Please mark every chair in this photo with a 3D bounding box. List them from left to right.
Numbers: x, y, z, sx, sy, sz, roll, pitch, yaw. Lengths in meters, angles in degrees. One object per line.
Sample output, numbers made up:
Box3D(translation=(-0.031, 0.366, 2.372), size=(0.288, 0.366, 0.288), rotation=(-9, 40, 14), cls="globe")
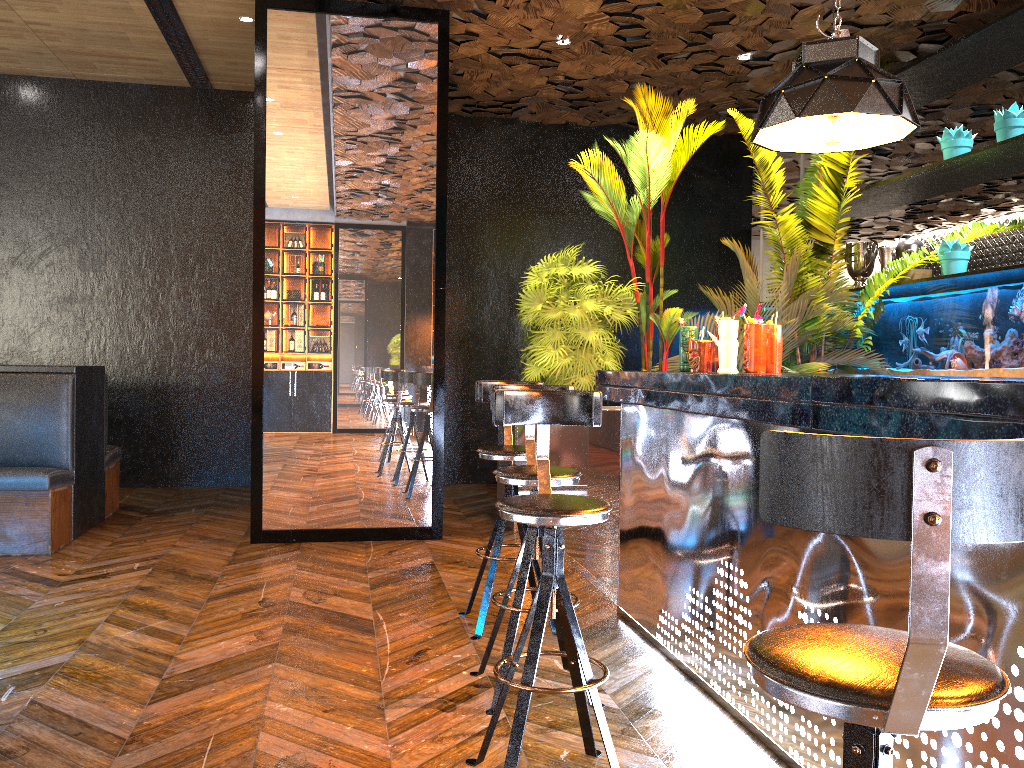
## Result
Box3D(translation=(-0.008, 0.543, 4.070), size=(0.419, 1.108, 0.476), rotation=(1, 1, -11), cls="chair")
Box3D(translation=(0.084, 0.561, 3.252), size=(0.419, 1.108, 0.476), rotation=(1, 1, -11), cls="chair")
Box3D(translation=(0.107, 0.576, 2.499), size=(0.419, 1.108, 0.476), rotation=(1, 1, -11), cls="chair")
Box3D(translation=(0.469, 0.608, 1.152), size=(0.419, 1.108, 0.476), rotation=(1, 1, 4), cls="chair")

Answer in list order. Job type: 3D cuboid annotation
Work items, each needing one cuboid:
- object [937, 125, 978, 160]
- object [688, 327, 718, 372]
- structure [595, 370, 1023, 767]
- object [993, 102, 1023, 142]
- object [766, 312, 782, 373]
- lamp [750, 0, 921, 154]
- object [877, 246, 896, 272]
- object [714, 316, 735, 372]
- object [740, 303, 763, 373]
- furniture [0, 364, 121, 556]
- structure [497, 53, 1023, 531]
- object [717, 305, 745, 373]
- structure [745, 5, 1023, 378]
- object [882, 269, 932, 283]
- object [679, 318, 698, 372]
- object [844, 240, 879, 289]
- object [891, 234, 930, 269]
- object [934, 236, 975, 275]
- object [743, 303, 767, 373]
Box3D(translation=(3.241, -1.723, 6.467), size=(0.265, 0.325, 0.245), rotation=(2, 2, 43), cls="object")
Box3D(translation=(0.796, -0.144, 3.675), size=(0.131, 0.191, 0.110), rotation=(1, 1, 1), cls="object")
Box3D(translation=(1.558, 0.329, 1.448), size=(1.214, 1.685, 6.009), rotation=(1, 1, -11), cls="structure")
Box3D(translation=(3.350, -1.710, 5.919), size=(0.244, 0.325, 0.255), rotation=(1, 1, 16), cls="object")
Box3D(translation=(1.063, -0.171, 3.638), size=(0.091, 0.254, 0.080), rotation=(1, 1, -9), cls="object")
Box3D(translation=(1.221, -1.700, 3.335), size=(0.607, 1.606, 0.582), rotation=(1, 1, -11), cls="lamp")
Box3D(translation=(3.207, -0.982, 7.462), size=(0.232, 0.398, 0.378), rotation=(1, 1, 19), cls="object")
Box3D(translation=(0.916, -0.173, 3.827), size=(0.084, 0.246, 0.078), rotation=(1, 1, -13), cls="object")
Box3D(translation=(1.013, -0.196, 3.756), size=(0.105, 0.298, 0.116), rotation=(1, 1, 20), cls="object")
Box3D(translation=(-6.402, 0.405, 5.482), size=(7.087, 1.137, 1.802), rotation=(1, 1, -11), cls="furniture")
Box3D(translation=(1.952, -0.715, 7.098), size=(4.073, 3.561, 1.873), rotation=(1, 1, -9), cls="structure")
Box3D(translation=(0.852, -0.175, 3.455), size=(0.099, 0.264, 0.081), rotation=(1, 1, 10), cls="object")
Box3D(translation=(3.162, -0.784, 7.233), size=(0.705, 3.734, 4.269), rotation=(1, 1, -11), cls="structure")
Box3D(translation=(3.168, -0.841, 7.148), size=(0.250, 0.135, 0.320), rotation=(1, 1, -11), cls="object")
Box3D(translation=(0.764, -0.171, 3.853), size=(0.084, 0.237, 0.086), rotation=(1, 1, 8), cls="object")
Box3D(translation=(3.116, -1.026, 7.933), size=(0.250, 0.472, 0.458), rotation=(1, 1, 16), cls="object")
Box3D(translation=(3.186, -1.053, 7.094), size=(0.290, 0.292, 0.278), rotation=(1, 1, 26), cls="object")
Box3D(translation=(3.229, -0.917, 6.483), size=(0.265, 0.325, 0.245), rotation=(2, 2, 43), cls="object")
Box3D(translation=(0.967, -0.182, 3.531), size=(0.091, 0.277, 0.080), rotation=(1, 1, 21), cls="object")
